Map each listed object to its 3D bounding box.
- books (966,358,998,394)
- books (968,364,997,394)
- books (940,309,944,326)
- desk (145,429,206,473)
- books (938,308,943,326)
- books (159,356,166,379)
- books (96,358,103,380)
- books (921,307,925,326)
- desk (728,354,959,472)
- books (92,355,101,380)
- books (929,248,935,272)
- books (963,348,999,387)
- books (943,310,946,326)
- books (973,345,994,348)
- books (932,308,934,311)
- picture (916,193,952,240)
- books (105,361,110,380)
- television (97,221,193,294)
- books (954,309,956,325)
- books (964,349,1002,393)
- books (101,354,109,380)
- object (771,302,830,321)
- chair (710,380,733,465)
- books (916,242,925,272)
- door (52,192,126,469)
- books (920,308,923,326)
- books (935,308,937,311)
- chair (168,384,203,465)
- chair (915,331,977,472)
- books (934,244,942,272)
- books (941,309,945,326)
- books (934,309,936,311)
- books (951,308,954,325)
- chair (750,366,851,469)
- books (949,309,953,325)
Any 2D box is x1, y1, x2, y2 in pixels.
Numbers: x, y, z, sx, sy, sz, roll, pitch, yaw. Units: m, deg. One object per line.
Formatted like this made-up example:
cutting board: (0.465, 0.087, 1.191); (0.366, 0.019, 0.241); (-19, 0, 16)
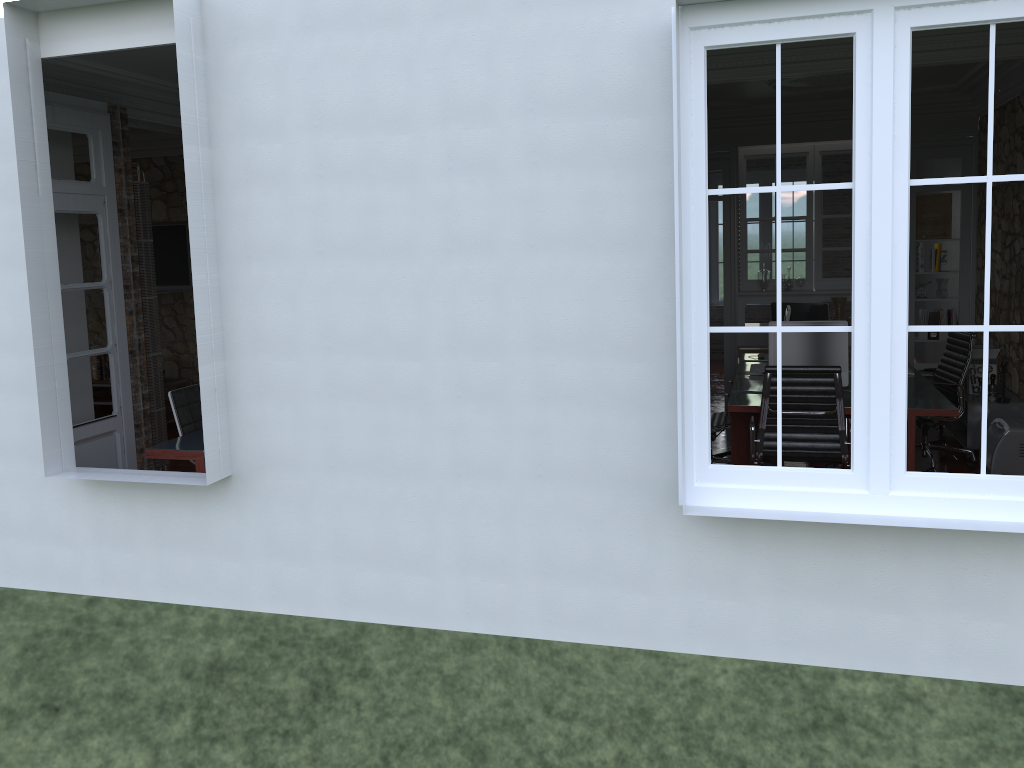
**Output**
books: (3.742, -0.063, 7.055); (0.221, 0.281, 0.061); (0, 6, 16)
books: (3.732, -0.036, 7.024); (0.197, 0.238, 0.059); (0, 6, 16)
books: (4.167, -0.583, 8.571); (0.045, 0.285, 0.195); (1, 7, 22)
desk: (-1.104, 0.594, 5.640); (1.712, 0.650, 1.455); (1, 9, 16)
books: (4.158, -0.589, 8.580); (0.045, 0.280, 0.181); (1, 7, 22)
books: (-3.652, -0.161, 9.123); (0.034, 0.233, 0.184); (0, 7, 16)
books: (-4.272, -0.167, 9.311); (0.057, 0.228, 0.190); (0, 7, 17)
books: (4.011, -0.595, 8.648); (0.038, 0.294, 0.181); (1, 7, 24)
desk: (2.326, 0.299, 6.540); (1.300, 0.723, 2.524); (1, 9, 16)
books: (-4.328, -0.186, 9.338); (0.066, 0.262, 0.199); (0, 7, 16)
books: (4.066, -1.200, 8.568); (0.026, 0.222, 0.162); (0, 7, 16)
books: (3.776, -0.113, 7.131); (0.258, 0.353, 0.050); (0, 6, 16)
books: (4.184, -0.576, 8.563); (0.045, 0.285, 0.195); (1, 7, 22)
books: (3.831, -0.143, 7.324); (0.259, 0.349, 0.065); (0, 6, 16)
books: (4.076, -0.585, 8.601); (0.039, 0.286, 0.195); (0, 7, 21)
picture: (4.039, -1.605, 8.490); (0.326, 0.432, 0.009); (0, 6, 16)
books: (-4.182, -0.145, 9.274); (0.048, 0.191, 0.145); (0, 7, 16)
television: (-3.745, -1.288, 9.112); (1.127, 0.728, 0.105); (1, 6, 17)
books: (4.269, -0.584, 8.555); (0.013, 0.287, 0.195); (0, 7, 20)
books: (3.766, -0.104, 7.078); (0.271, 0.352, 0.063); (0, 6, 16)
books: (-4.229, -0.183, 9.277); (0.044, 0.268, 0.141); (0, 7, 16)
object: (2.365, -0.430, 7.280); (0.484, 0.482, 0.190); (5, 9, 41)
chair: (1.462, 0.194, 6.477); (0.699, 1.017, 0.669); (-1, 7, 11)
books: (3.973, -1.235, 8.618); (0.042, 0.285, 0.217); (0, 7, 16)
door: (-2.801, -0.079, 5.427); (0.041, 2.169, 1.167); (0, 7, 16)
books: (3.995, -0.591, 8.648); (0.037, 0.286, 0.195); (1, 7, 24)
books: (4.110, -0.584, 8.588); (0.009, 0.286, 0.195); (0, 7, 21)
chair: (-1.825, 0.472, 5.760); (0.601, 0.914, 0.478); (0, 7, 16)
chair: (3.092, 0.111, 6.659); (0.699, 1.017, 0.669); (0, 7, 12)
books: (4.103, -1.221, 8.553); (0.055, 0.266, 0.193); (0, 7, 16)
books: (4.175, -0.579, 8.565); (0.043, 0.279, 0.195); (1, 7, 22)
books: (4.097, -0.581, 8.590); (0.030, 0.281, 0.181); (0, 7, 21)
books: (4.260, -0.587, 8.566); (0.030, 0.288, 0.181); (0, 7, 20)
chair: (1.735, 0.355, 5.402); (0.665, 1.017, 0.703); (1, 7, 21)
books: (4.239, -0.578, 8.565); (0.024, 0.276, 0.195); (0, 7, 20)
